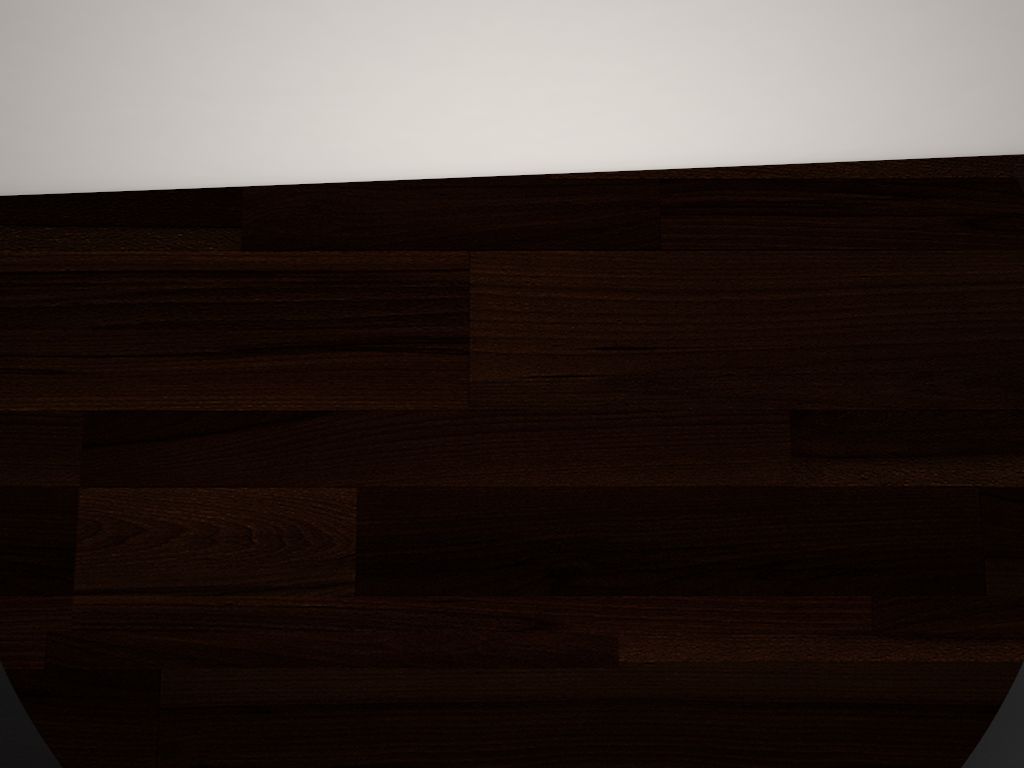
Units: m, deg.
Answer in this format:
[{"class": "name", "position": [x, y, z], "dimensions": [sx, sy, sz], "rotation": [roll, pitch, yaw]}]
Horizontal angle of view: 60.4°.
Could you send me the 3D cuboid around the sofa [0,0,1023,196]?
[{"class": "sofa", "position": [0.532, -0.575, 0.169], "dimensions": [2.238, 0.655, 0.931], "rotation": [-2, 85, 0]}]
